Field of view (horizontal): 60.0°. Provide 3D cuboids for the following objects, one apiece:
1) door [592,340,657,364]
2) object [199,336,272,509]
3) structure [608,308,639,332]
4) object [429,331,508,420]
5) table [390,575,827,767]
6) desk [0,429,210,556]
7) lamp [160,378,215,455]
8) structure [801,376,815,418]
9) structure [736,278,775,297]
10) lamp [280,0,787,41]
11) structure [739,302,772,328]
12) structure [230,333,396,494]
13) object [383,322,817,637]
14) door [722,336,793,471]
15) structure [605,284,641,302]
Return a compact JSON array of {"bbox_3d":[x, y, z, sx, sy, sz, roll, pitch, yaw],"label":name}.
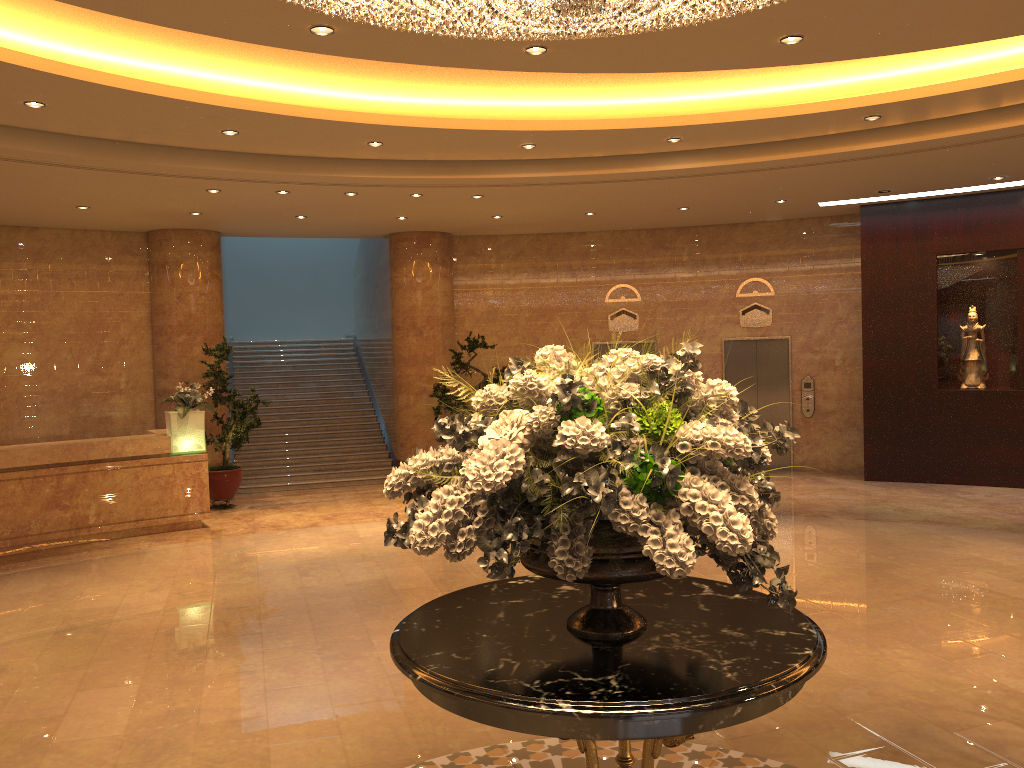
[{"bbox_3d":[1.896,0.360,14.803,1.070,2.145,0.150,-1,2,9],"label":"door"},{"bbox_3d":[-3.957,0.522,12.358,0.843,2.363,1.250,-3,3,-36],"label":"object"},{"bbox_3d":[1.849,-1.063,14.707,0.504,0.405,0.012,-1,2,8],"label":"structure"},{"bbox_3d":[-0.628,0.365,13.817,1.250,2.363,0.843,-2,2,5],"label":"object"},{"bbox_3d":[0.336,1.380,3.145,1.493,1.089,1.493,-3,2,-23],"label":"table"},{"bbox_3d":[-7.058,1.467,5.956,3.466,1.155,12.951,-1,2,18],"label":"desk"},{"bbox_3d":[-3.957,0.381,10.908,0.606,0.897,0.532,-3,3,-38],"label":"lamp"},{"bbox_3d":[4.661,0.203,13.969,0.200,0.661,0.053,-1,2,23],"label":"structure"},{"bbox_3d":[3.891,-1.552,14.193,0.600,0.293,0.010,-1,2,19],"label":"structure"},{"bbox_3d":[0.218,-1.906,3.073,3.204,1.196,3.206,-1,2,20],"label":"lamp"},{"bbox_3d":[3.906,-1.106,14.211,0.504,0.405,0.012,-1,2,19],"label":"structure"},{"bbox_3d":[-4.068,-1.256,17.003,9.849,5.560,7.472,-2,2,-17],"label":"structure"},{"bbox_3d":[0.281,0.340,3.078,1.318,0.999,1.277,-1,2,14],"label":"object"},{"bbox_3d":[3.963,0.318,14.314,1.070,2.149,0.150,-1,2,19],"label":"door"},{"bbox_3d":[1.836,-1.509,14.689,0.600,0.293,0.010,-1,2,8],"label":"structure"}]
